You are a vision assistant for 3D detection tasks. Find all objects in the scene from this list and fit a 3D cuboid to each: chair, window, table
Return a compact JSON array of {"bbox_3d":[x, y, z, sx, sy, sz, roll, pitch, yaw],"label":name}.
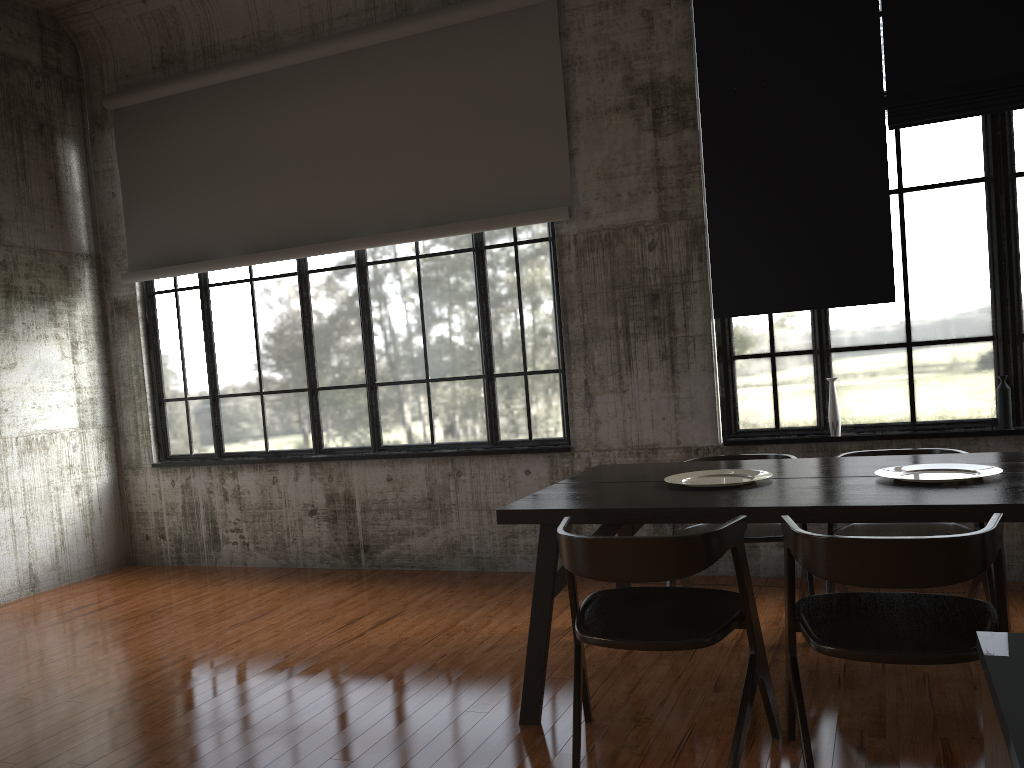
[{"bbox_3d":[0.592,1.046,3.644,0.879,0.995,0.768,-4,2,23],"label":"chair"},{"bbox_3d":[-1.588,-1.044,7.735,4.308,3.440,0.050,-4,3,23],"label":"window"},{"bbox_3d":[1.976,0.923,4.125,3.705,1.007,1.635,-4,2,23],"label":"table"},{"bbox_3d":[1.421,0.987,3.295,0.879,0.995,0.768,-4,2,22],"label":"chair"},{"bbox_3d":[1.366,0.958,5.299,0.879,0.995,0.768,-4,2,22],"label":"chair"},{"bbox_3d":[3.174,-1.380,5.728,3.814,3.440,0.050,-4,3,23],"label":"window"},{"bbox_3d":[2.195,0.899,4.949,0.879,0.995,0.768,-4,2,23],"label":"chair"}]

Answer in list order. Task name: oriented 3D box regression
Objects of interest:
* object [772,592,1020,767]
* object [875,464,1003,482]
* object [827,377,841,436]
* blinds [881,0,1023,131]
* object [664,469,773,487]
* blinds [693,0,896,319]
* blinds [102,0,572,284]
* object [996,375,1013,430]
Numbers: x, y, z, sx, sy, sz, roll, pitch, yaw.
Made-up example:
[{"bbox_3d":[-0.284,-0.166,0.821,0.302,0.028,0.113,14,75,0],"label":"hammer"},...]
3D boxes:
[{"bbox_3d":[3.998,1.015,0.385,20.846,0.658,8.753,-4,1,23],"label":"object"},{"bbox_3d":[1.937,0.409,4.039,0.527,0.025,0.526,-4,1,33],"label":"object"},{"bbox_3d":[2.235,0.159,6.152,0.082,0.411,0.082,-5,3,-17],"label":"object"},{"bbox_3d":[3.019,-2.420,5.602,1.255,1.400,0.051,-4,3,23],"label":"blinds"},{"bbox_3d":[1.027,0.474,4.422,0.527,0.025,0.526,-4,1,33],"label":"object"},{"bbox_3d":[1.924,-1.774,6.133,1.216,2.537,0.034,-3,3,23],"label":"blinds"},{"bbox_3d":[-1.678,-1.978,7.492,4.469,1.778,0.136,-4,3,23],"label":"blinds"},{"bbox_3d":[3.191,0.122,5.747,0.080,0.352,0.080,-6,3,-36],"label":"object"}]
